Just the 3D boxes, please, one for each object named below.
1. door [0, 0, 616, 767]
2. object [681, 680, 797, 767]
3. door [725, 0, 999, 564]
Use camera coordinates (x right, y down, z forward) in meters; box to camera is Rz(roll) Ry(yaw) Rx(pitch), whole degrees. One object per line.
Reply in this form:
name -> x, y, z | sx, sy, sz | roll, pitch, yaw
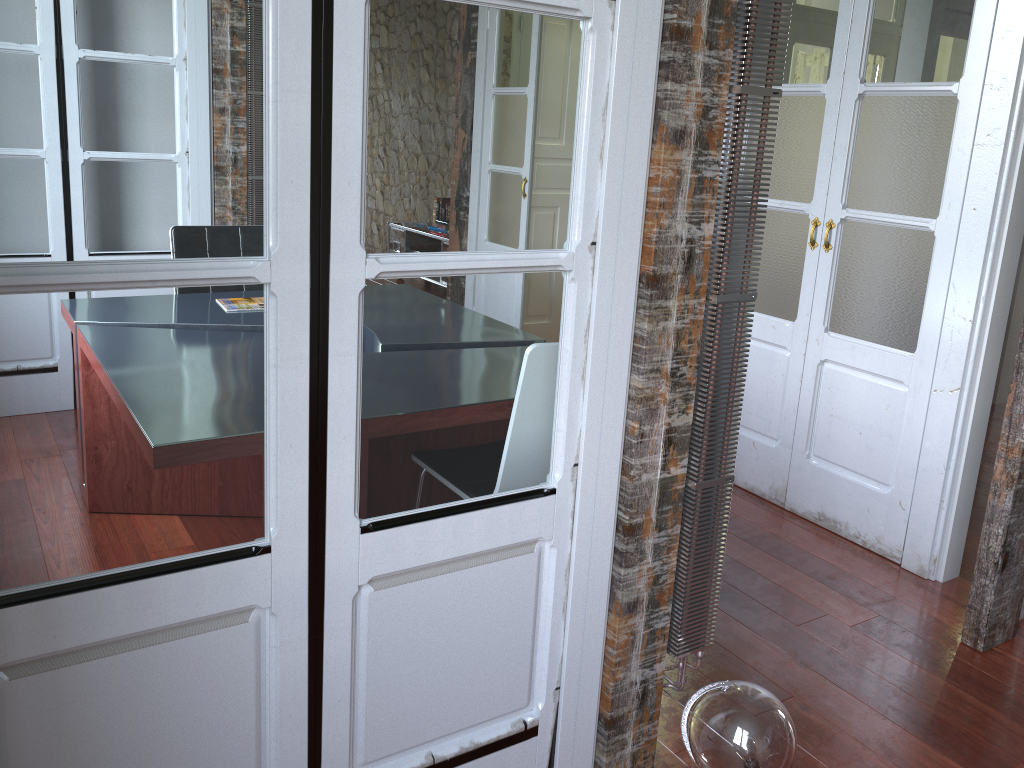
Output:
door -> -0.303, -0.107, 1.364 | 1.163, 2.155, 0.041 | -5, 16, -33
object -> 0.469, 0.803, 1.867 | 0.236, 0.378, 0.222 | 13, 17, 34
door -> 1.149, -0.560, 3.245 | 0.041, 2.153, 1.068 | -5, 16, -32
